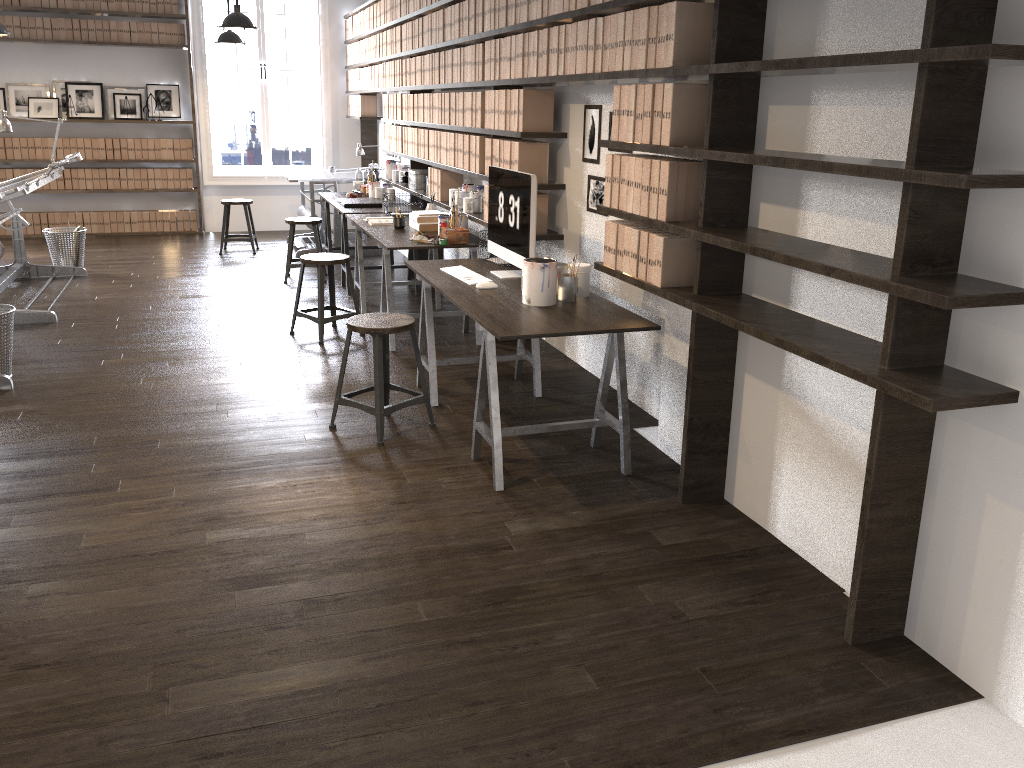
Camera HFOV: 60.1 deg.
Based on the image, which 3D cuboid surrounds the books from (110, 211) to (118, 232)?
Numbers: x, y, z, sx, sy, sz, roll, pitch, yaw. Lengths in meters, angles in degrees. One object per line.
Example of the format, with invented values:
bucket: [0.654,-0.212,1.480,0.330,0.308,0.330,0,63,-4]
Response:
books: [-4.485,-1.832,9.988,0.067,0.223,0.176,-4,16,-18]

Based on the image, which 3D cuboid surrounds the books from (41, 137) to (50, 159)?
books: [-5.039,-2.552,9.594,0.067,0.222,0.177,-4,16,-18]

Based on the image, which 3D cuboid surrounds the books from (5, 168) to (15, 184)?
books: [-5.398,-2.214,9.554,0.067,0.223,0.177,-4,16,-18]

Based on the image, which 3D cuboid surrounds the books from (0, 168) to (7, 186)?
books: [-5.466,-2.210,9.536,0.067,0.223,0.177,-4,16,-18]

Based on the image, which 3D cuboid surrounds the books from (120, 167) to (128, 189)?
books: [-4.337,-2.301,9.905,0.067,0.223,0.177,-4,16,-18]

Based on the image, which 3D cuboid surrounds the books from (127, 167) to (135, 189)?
books: [-4.270,-2.308,9.931,0.067,0.223,0.176,-4,16,-18]

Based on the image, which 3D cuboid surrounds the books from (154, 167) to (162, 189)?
books: [-4.002,-2.330,10.020,0.067,0.222,0.177,-4,16,-18]

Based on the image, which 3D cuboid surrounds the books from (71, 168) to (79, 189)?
books: [-4.802,-2.265,9.758,0.067,0.222,0.177,-4,16,-18]

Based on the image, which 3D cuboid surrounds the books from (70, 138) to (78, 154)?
books: [-4.779,-2.574,9.683,0.067,0.223,0.176,-4,16,-18]

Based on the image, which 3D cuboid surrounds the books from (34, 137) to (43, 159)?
books: [-5.101,-2.545,9.569,0.067,0.223,0.177,-4,16,-18]

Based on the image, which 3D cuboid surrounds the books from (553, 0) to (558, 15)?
books: [0.286,-1.838,4.155,0.174,0.223,0.067,-4,16,-18]

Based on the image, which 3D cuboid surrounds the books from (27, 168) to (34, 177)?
books: [-5.206,-2.230,9.617,0.067,0.223,0.177,-4,16,-18]

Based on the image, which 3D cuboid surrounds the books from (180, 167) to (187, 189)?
books: [-3.749,-2.352,10.107,0.067,0.223,0.176,-4,16,-18]

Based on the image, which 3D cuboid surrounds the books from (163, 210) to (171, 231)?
books: [-3.961,-1.874,10.157,0.067,0.223,0.176,-4,16,-18]

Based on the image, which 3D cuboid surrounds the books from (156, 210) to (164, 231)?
books: [-4.029,-1.869,10.138,0.067,0.223,0.176,-4,16,-18]

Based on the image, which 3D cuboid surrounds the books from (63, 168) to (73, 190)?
books: [-4.870,-2.258,9.730,0.067,0.223,0.177,-4,16,-18]

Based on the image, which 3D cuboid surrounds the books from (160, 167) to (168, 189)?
books: [-3.943,-2.335,10.041,0.067,0.222,0.177,-4,16,-18]

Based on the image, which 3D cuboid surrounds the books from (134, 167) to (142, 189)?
books: [-4.205,-2.314,9.957,0.067,0.223,0.176,-4,16,-18]

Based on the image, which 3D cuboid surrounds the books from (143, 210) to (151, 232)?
books: [-4.158,-1.857,10.089,0.067,0.223,0.177,-4,16,-18]

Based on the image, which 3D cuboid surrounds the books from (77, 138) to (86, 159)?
books: [-4.712,-2.578,9.701,0.067,0.223,0.176,-4,16,-18]

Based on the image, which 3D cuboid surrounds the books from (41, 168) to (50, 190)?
books: [-5.077,-2.242,9.666,0.067,0.223,0.176,-4,16,-18]

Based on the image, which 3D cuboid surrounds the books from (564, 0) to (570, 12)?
books: [0.329,-1.796,4.022,0.175,0.223,0.067,-4,16,-18]

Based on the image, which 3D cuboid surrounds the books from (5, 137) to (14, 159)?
books: [-5.369,-2.525,9.487,0.067,0.223,0.177,-4,16,-18]

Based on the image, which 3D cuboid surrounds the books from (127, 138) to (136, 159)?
books: [-4.234,-2.617,9.859,0.067,0.223,0.176,-4,16,-18]

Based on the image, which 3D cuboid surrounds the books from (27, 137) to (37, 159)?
books: [-5.167,-2.542,9.553,0.067,0.223,0.177,-4,16,-18]

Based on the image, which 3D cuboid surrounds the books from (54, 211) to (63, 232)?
books: [-5.009,-1.788,9.811,0.067,0.222,0.177,-4,16,-18]

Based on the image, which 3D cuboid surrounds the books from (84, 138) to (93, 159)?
books: [-4.642,-2.583,9.721,0.067,0.223,0.177,-4,16,-18]

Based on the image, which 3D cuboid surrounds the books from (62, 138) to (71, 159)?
books: [-4.845,-2.568,9.659,0.067,0.223,0.177,-4,16,-18]

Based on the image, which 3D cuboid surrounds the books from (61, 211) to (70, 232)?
books: [-4.948,-1.791,9.827,0.067,0.223,0.177,-4,16,-18]

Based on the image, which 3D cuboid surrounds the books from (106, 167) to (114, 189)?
books: [-4.467,-2.292,9.867,0.067,0.222,0.177,-4,16,-18]

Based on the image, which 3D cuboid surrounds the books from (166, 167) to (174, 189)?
books: [-3.879,-2.339,10.058,0.067,0.223,0.177,-4,16,-18]

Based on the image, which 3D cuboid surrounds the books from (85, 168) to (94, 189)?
books: [-4.670,-2.275,9.798,0.067,0.223,0.176,-4,16,-18]

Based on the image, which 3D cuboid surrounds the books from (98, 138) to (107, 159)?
books: [-4.515,-2.595,9.768,0.067,0.222,0.177,-4,16,-18]

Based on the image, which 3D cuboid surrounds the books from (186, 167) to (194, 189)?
books: [-3.681,-2.356,10.126,0.067,0.223,0.176,-4,16,-18]

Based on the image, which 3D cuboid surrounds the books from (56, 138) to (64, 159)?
books: [-4.910,-2.561,9.634,0.067,0.223,0.177,-4,16,-18]

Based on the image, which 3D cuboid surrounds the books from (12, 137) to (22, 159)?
books: [-5.300,-2.529,9.505,0.067,0.223,0.176,-4,16,-18]

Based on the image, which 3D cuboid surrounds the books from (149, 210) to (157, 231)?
books: [-4.097,-1.864,10.116,0.067,0.223,0.177,-4,16,-18]

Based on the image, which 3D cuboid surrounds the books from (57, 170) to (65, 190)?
books: [-4.943,-2.253,9.711,0.067,0.223,0.177,-4,16,-18]

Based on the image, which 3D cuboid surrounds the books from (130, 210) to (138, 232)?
books: [-4.282,-1.847,10.051,0.067,0.222,0.177,-4,16,-18]

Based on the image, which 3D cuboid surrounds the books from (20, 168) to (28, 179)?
books: [-5.271,-2.226,9.600,0.067,0.222,0.177,-4,16,-18]

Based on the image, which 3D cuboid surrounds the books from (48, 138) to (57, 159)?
books: [-4.979,-2.556,9.613,0.067,0.222,0.177,-4,16,-18]

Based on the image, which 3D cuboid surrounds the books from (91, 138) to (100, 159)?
books: [-4.573,-2.589,9.744,0.067,0.223,0.177,-4,16,-18]

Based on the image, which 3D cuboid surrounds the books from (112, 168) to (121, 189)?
books: [-4.406,-2.295,9.883,0.067,0.223,0.177,-4,16,-18]

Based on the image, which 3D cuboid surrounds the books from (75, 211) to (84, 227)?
books: [-4.812,-1.804,9.876,0.067,0.223,0.176,-4,16,-18]

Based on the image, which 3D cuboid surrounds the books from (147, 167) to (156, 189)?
books: [-4.070,-2.324,9.996,0.067,0.223,0.177,-4,16,-18]

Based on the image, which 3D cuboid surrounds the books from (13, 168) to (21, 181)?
books: [-5.330,-2.220,9.579,0.067,0.222,0.177,-4,16,-18]

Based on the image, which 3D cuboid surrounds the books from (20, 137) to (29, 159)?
books: [-5.234,-2.536,9.531,0.067,0.223,0.176,-4,16,-18]

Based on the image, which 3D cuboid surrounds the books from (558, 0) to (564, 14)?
books: [0.306,-1.817,4.088,0.175,0.223,0.067,-4,16,-18]

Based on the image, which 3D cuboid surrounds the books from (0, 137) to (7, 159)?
books: [-5.438,-2.518,9.458,0.067,0.223,0.177,-4,16,-18]

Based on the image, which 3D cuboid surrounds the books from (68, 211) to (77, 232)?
books: [-4.879,-1.797,9.850,0.067,0.223,0.177,-4,16,-18]

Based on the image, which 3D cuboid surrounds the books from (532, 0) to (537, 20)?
books: [0.196,-1.921,4.414,0.175,0.222,0.067,-4,16,-18]

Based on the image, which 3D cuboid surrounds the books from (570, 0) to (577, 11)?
books: [0.354,-1.778,3.965,0.175,0.222,0.067,-4,16,-18]

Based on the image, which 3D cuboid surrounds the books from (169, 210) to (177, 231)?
books: [-3.895,-1.880,10.183,0.067,0.223,0.177,-4,16,-18]

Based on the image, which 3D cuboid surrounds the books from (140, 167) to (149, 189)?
books: [-4.138,-2.319,9.977,0.067,0.223,0.177,-4,16,-18]

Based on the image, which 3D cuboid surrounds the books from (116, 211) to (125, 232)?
books: [-4.418,-1.837,10.008,0.067,0.223,0.177,-4,16,-18]

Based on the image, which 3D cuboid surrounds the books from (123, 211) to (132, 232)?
books: [-4.350,-1.841,10.027,0.067,0.223,0.177,-4,16,-18]

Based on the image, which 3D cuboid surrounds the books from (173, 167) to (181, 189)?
books: [-3.817,-2.346,10.085,0.067,0.223,0.177,-4,16,-18]

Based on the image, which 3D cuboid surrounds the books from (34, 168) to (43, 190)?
books: [-5.144,-2.237,9.644,0.067,0.223,0.177,-4,16,-18]

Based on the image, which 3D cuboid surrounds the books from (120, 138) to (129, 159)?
books: [-4.303,-2.613,9.841,0.067,0.223,0.177,-4,16,-18]

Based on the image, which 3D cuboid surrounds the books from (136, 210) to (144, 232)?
books: [-4.223,-1.853,10.073,0.067,0.222,0.177,-4,16,-18]
